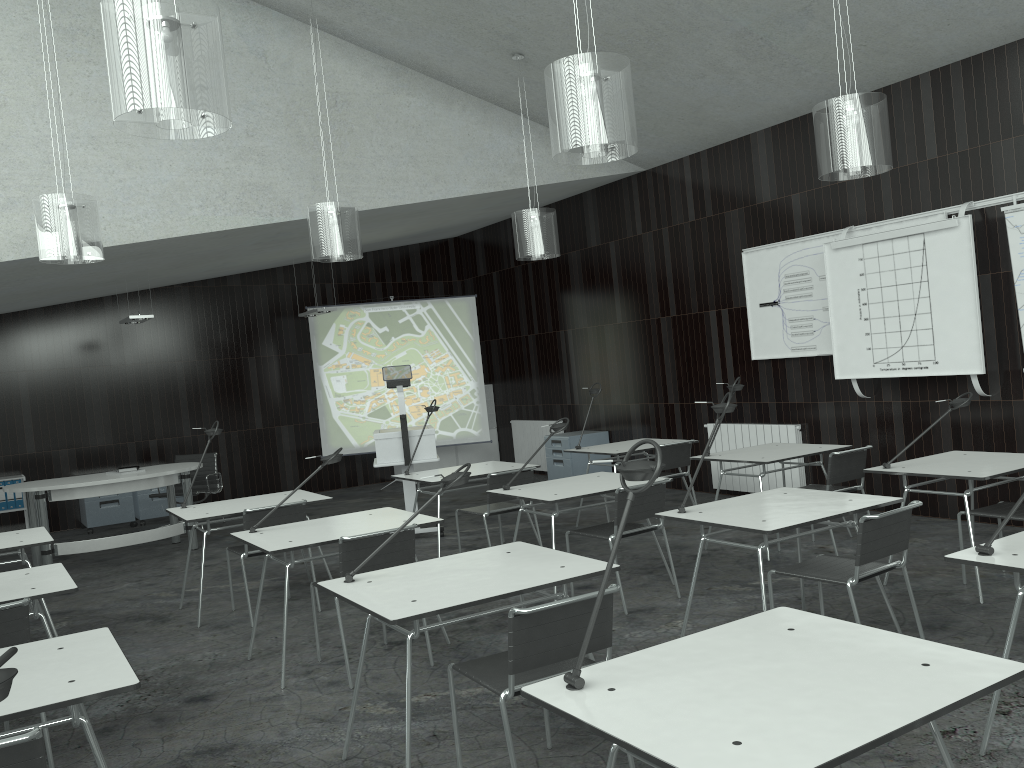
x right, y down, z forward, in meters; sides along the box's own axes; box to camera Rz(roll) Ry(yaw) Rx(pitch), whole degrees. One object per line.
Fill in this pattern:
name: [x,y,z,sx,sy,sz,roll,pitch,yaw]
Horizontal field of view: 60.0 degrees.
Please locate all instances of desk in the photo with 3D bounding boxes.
desk: [0.411,0.815,5.321,0.900,1.153,0.700,-6,2,-32]
desk: [-3.048,1.056,4.886,0.900,1.321,0.700,-6,2,-32]
desk: [-0.886,0.951,4.529,0.900,1.153,0.700,-6,2,-32]
desk: [-0.155,0.914,3.238,0.900,1.153,0.700,-6,2,-31]
desk: [-2.289,1.100,3.617,0.900,1.153,0.700,-6,2,-32]
desk: [1.998,0.726,2.878,0.900,1.153,0.700,-6,2,-32]
desk: [-3.417,1.279,7.641,1.600,0.818,0.910,-6,2,-37]
desk: [-0.728,1.014,1.175,0.900,1.153,0.700,-6,2,-31]
desk: [0.995,0.629,7.408,0.900,1.321,0.700,-6,2,-32]
desk: [0.582,0.791,1.995,0.900,1.321,0.700,-6,2,-32]
desk: [2.545,0.629,4.937,0.900,1.153,0.700,-6,2,-32]
desk: [1.227,0.684,4.088,0.900,1.321,0.700,-6,2,-32]
desk: [1.810,0.583,6.195,0.900,1.321,0.700,-6,2,-33]
desk: [-1.524,0.974,2.382,0.900,1.321,0.700,-6,2,-31]
desk: [-0.342,0.770,6.559,0.900,1.321,0.700,-6,2,-32]
desk: [-1.689,0.913,5.703,0.900,1.321,0.700,-6,2,-31]

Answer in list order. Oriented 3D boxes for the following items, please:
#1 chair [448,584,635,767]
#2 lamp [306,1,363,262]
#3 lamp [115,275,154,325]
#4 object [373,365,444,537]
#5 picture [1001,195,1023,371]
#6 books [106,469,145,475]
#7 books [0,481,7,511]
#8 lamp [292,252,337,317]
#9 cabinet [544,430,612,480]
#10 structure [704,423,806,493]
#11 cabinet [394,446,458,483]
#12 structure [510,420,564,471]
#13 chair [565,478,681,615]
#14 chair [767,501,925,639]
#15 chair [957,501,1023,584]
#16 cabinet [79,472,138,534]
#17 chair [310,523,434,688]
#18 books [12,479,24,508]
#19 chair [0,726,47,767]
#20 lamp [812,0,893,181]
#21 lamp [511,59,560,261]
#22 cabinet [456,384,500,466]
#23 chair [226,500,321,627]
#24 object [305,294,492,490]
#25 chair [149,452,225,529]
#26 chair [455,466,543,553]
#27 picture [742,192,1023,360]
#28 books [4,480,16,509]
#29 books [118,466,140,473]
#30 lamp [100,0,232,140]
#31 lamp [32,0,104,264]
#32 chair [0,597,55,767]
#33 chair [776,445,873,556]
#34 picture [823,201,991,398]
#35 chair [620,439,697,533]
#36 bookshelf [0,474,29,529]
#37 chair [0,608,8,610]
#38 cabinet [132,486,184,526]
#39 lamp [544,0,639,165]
chair: [0.081,1.093,2.883,0.428,0.765,0.555,-6,2,-30]
lamp: [-1.321,-2.121,6.157,0.350,2.307,0.359,-6,2,-32]
lamp: [-3.716,-2.442,8.347,0.212,3.595,0.600,-6,2,-32]
object: [-0.922,0.638,7.671,0.559,1.639,0.680,-5,1,-8]
picture: [3.648,-0.733,5.362,0.163,1.342,1.211,-6,2,-32]
books: [-3.384,0.853,7.765,0.297,0.021,0.210,-4,2,41]
books: [-5.277,1.276,9.165,0.072,0.320,0.262,-6,2,-32]
lamp: [-2.209,-2.601,9.293,0.212,3.595,0.600,-6,2,-32]
cabinet: [0.743,0.935,9.892,0.598,0.648,0.502,-6,2,-33]
structure: [2.183,0.745,8.043,0.079,0.688,1.129,-6,2,-32]
cabinet: [-1.177,0.741,11.628,0.639,1.285,0.587,-6,2,-32]
structure: [0.316,0.847,11.036,0.079,0.688,1.129,-6,2,-32]
chair: [0.626,0.993,5.087,0.428,0.765,0.555,-6,2,-35]
chair: [1.444,0.948,3.812,0.428,0.765,0.555,-6,2,-36]
chair: [2.730,0.810,4.696,0.428,0.765,0.555,-6,2,-29]
cabinet: [-4.393,1.410,9.597,0.502,0.648,0.598,-6,2,-33]
chair: [-0.700,1.132,4.288,0.428,0.765,0.555,-6,2,-32]
books: [-5.150,1.263,9.244,0.072,0.320,0.262,-6,2,-32]
chair: [-1.276,1.236,2.071,0.428,0.765,0.555,-6,1,-28]
lamp: [1.690,-2.084,4.553,0.350,1.761,0.359,-6,2,-32]
lamp: [0.129,-1.999,7.057,0.350,1.761,0.359,-6,2,-32]
cabinet: [-0.630,0.683,11.971,0.639,1.285,0.587,-6,2,-32]
chair: [-1.490,1.177,5.448,0.428,0.765,0.555,-6,2,-33]
object: [-1.317,0.122,10.599,2.051,2.602,0.673,-5,1,-8]
chair: [-3.310,1.233,9.041,0.560,0.825,0.587,-5,1,7]
chair: [-0.094,1.033,6.210,0.428,0.765,0.555,-6,2,-34]
picture: [3.111,-0.842,6.329,0.050,1.102,3.818,-6,2,-32]
books: [-5.214,1.270,9.204,0.072,0.320,0.262,-6,2,-32]
books: [-3.346,0.824,7.742,0.164,0.032,0.183,-6,1,-19]
lamp: [-1.195,-2.326,2.762,0.350,2.848,0.359,-6,2,-32]
lamp: [-2.756,-2.241,5.266,0.350,2.848,0.359,-6,2,-32]
chair: [-2.040,1.277,3.311,0.428,0.765,0.555,-6,2,-44]
chair: [2.067,0.844,5.850,0.428,0.765,0.555,-6,2,-33]
picture: [2.892,-0.631,6.512,0.254,1.508,1.191,-6,2,-32]
chair: [1.191,0.893,7.171,0.428,0.765,0.555,-6,2,-34]
bookshelf: [-5.406,1.466,9.069,0.817,0.739,0.403,-6,2,-32]
chair: [-2.811,1.319,4.527,0.428,0.765,0.555,-6,2,-30]
cabinet: [-3.958,1.364,9.869,0.502,0.648,0.598,-6,2,-33]
lamp: [0.241,-2.205,3.654,0.350,2.307,0.359,-6,2,-32]
